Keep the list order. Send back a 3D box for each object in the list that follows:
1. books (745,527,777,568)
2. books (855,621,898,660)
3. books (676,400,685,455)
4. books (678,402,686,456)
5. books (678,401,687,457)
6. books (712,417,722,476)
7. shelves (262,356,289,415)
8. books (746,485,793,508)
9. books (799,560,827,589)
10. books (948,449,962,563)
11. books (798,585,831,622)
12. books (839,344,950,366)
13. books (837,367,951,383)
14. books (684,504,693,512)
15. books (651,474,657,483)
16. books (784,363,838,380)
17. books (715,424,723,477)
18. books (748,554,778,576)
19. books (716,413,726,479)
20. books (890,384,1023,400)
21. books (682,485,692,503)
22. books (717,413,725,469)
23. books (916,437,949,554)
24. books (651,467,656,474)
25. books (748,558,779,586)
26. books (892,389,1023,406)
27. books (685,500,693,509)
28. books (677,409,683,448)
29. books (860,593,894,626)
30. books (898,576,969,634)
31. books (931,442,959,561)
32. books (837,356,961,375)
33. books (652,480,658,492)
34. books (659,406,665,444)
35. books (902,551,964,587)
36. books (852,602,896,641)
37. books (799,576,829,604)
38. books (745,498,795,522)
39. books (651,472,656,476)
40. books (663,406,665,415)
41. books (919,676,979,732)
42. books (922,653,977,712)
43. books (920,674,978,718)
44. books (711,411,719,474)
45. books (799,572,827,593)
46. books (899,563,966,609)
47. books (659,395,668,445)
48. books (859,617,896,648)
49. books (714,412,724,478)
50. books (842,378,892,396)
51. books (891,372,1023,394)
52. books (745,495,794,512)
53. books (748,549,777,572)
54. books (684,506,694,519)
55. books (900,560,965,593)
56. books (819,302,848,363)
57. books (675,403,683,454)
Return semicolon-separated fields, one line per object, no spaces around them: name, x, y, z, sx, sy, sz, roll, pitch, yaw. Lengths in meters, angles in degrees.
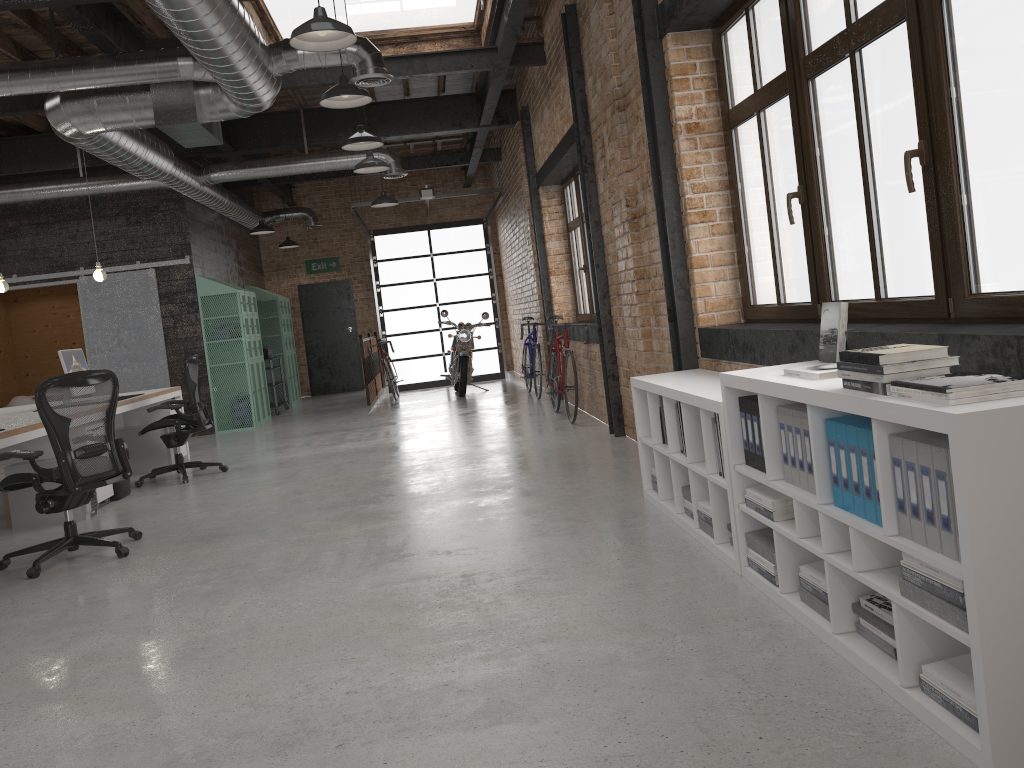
books;1.017;0.588;3.287;0.217;0.078;0.291;-7;4;-5
books;1.136;0.720;2.546;0.184;0.049;0.262;-7;5;-4
books;0.935;0.167;4.274;0.258;0.354;0.049;-7;2;0
books;0.940;0.170;4.251;0.259;0.352;0.070;-7;2;0
books;0.942;0.171;4.220;0.271;0.354;0.063;-7;2;0
books;0.943;0.260;3.698;0.182;0.262;0.057;-7;2;0
shelves;-3.827;0.046;13.668;0.567;0.854;0.987;-7;3;-5
books;0.995;0.391;3.214;0.214;0.046;0.252;-7;5;-5
books;1.073;0.599;2.830;0.214;0.051;0.252;-7;5;-5
books;1.118;0.264;1.992;0.232;0.261;0.062;-7;2;-5
books;1.086;0.692;2.853;0.217;0.072;0.290;-7;4;-5
books;1.037;-0.081;2.418;0.191;0.028;0.240;-7;5;-3
books;1.037;-0.033;2.418;0.191;0.023;0.242;-7;5;-7
books;0.957;0.576;4.192;0.219;0.034;0.260;-7;5;-5
books;0.892;0.504;4.817;0.207;0.067;0.276;-7;4;-5
books;1.040;-0.043;2.940;0.174;0.021;0.274;-7;5;-5
books;0.940;0.274;3.667;0.162;0.239;0.054;-7;2;0
books;1.021;0.644;3.274;0.219;0.034;0.260;-7;5;-5
books;0.981;0.216;3.627;0.259;0.352;0.070;-7;2;0
books;1.069;0.009;2.143;0.187;0.014;0.248;-7;5;-7
books;0.953;0.521;4.205;0.217;0.078;0.291;-7;4;-5
books;0.983;0.217;3.597;0.271;0.354;0.063;-7;2;0
books;1.106;0.255;2.122;0.232;0.261;0.062;-7;2;-5
books;0.890;0.460;4.805;0.214;0.051;0.252;-7;5;-5
books;1.021;0.669;3.283;0.207;0.061;0.275;-7;5;-5
books;1.071;0.023;2.139;0.187;0.014;0.253;-7;5;-5
books;0.955;0.559;4.187;0.214;0.046;0.252;-7;5;-5
books;0.899;0.228;4.291;0.162;0.239;0.054;-7;2;0
books;1.139;0.631;2.518;0.199;0.054;0.240;-7;4;-4
books;1.106;0.507;2.126;0.217;0.072;0.290;-7;4;-5
books;1.112;0.259;2.057;0.232;0.261;0.062;-7;2;-5
books;1.044;-0.056;2.410;0.212;0.023;0.259;-7;5;-5
books;0.903;0.553;4.827;0.217;0.072;0.290;-7;4;-5
books;0.909;0.140;4.658;0.271;0.354;0.063;-7;2;0
books;1.093;0.414;2.103;0.214;0.051;0.252;-7;5;-5
books;1.146;0.661;2.544;0.222;0.055;0.282;-7;5;-4
books;1.075;0.643;2.843;0.207;0.067;0.276;-7;4;-5
books;0.997;0.434;3.228;0.207;0.061;0.275;-7;5;-5
books;0.892;0.478;4.809;0.219;0.039;0.261;-7;5;-5
books;0.898;0.204;4.592;0.197;0.239;0.058;-7;2;0
books;1.149;0.748;2.126;0.207;0.061;0.275;-7;5;-5
books;1.147;0.705;2.113;0.214;0.046;0.252;-7;5;-5
books;1.150;0.722;2.118;0.219;0.034;0.260;-7;5;-5
books;0.983;0.231;3.737;0.259;0.304;0.040;-7;2;0
books;1.075;0.617;2.835;0.219;0.039;0.261;-7;5;-5
books;1.095;0.457;2.116;0.207;0.067;0.276;-7;4;-5
books;0.896;0.180;4.626;0.221;0.282;0.061;-7;2;0
books;1.126;0.693;2.531;0.164;0.047;0.239;-7;5;-4
books;0.977;0.213;3.651;0.258;0.354;0.049;-7;2;0
books;1.048;-0.006;2.411;0.191;0.032;0.259;-7;5;-3
books;1.075;-0.005;2.141;0.202;0.012;0.252;-7;5;-4
books;0.997;0.409;3.219;0.219;0.034;0.260;-7;5;-5
books;1.019;0.626;3.269;0.214;0.046;0.252;-7;5;-5
books;0.957;0.602;4.201;0.207;0.061;0.275;-7;5;-5
books;1.095;0.431;2.108;0.219;0.039;0.261;-7;5;-5
books;1.190;-0.191;3.283;0.065;0.223;0.161;-7;3;-5
books;0.902;0.214;4.321;0.182;0.262;0.057;-7;2;0
